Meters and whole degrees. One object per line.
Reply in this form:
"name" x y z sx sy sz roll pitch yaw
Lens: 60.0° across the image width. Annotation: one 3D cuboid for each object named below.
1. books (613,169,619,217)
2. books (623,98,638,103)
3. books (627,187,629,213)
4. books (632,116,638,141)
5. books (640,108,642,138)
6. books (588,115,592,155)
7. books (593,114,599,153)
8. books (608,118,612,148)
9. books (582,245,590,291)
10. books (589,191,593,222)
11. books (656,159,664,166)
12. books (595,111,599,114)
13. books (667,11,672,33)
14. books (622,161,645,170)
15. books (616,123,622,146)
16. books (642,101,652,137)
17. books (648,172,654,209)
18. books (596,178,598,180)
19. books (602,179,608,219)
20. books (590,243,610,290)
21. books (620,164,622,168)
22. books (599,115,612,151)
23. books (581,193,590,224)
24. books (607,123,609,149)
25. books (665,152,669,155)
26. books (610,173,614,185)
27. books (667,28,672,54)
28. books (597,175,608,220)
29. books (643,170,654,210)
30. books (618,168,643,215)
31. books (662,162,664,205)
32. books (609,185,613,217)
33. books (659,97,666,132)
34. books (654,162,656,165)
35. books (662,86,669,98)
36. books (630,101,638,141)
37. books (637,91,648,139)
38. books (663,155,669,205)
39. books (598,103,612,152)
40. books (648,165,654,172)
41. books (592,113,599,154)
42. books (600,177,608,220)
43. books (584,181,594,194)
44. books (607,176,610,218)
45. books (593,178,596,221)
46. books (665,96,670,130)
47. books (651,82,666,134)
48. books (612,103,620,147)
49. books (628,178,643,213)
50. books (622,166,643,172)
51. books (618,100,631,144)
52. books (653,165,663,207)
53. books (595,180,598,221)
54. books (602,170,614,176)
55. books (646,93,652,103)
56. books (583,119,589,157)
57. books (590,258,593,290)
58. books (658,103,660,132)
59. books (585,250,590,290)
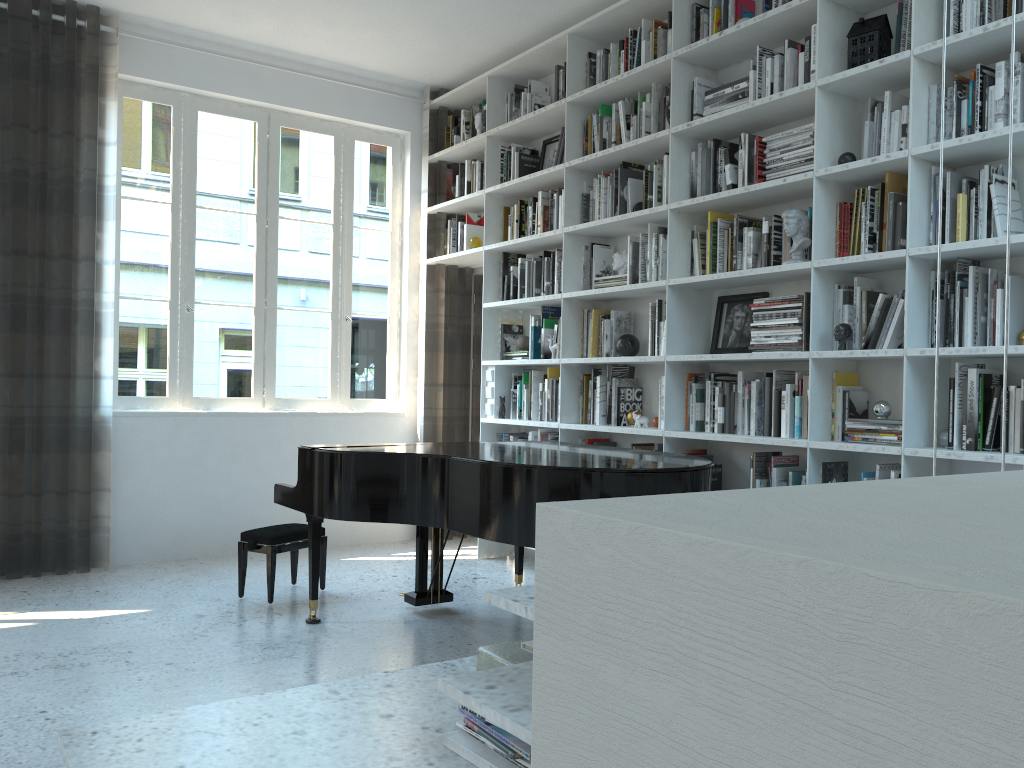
"books" 0.625 -1.019 4.864 0.176 0.291 0.011 1 0 -34
"books" 0.662 -1.397 4.859 0.135 0.315 0.013 1 0 -34
"books" 0.684 -0.981 4.813 0.151 0.218 0.012 1 0 -34
"books" 0.716 -1.329 4.749 0.168 0.180 0.028 1 0 -34
"books" 0.746 -1.342 4.703 0.173 0.208 0.010 1 0 -34
"books" 0.501 -1.383 5.072 0.158 0.283 0.013 1 0 -34
"books" 0.541 -1.378 5.022 0.168 0.274 0.067 1 0 -34
"books" 0.603 -1.349 4.914 0.157 0.219 0.029 1 0 -34
"books" 0.474 -0.648 5.112 0.159 0.285 0.012 1 0 -34
"books" 0.507 -0.986 5.085 0.136 0.225 0.029 1 0 -34
"books" 0.817 -1.015 4.617 0.155 0.287 0.033 1 0 -34
"books" 0.526 -1.395 5.072 0.130 0.309 0.014 1 0 -34
"books" 0.858 -1.747 4.546 0.159 0.285 0.013 1 0 -34
"books" 0.660 -1.038 4.841 0.161 0.331 0.005 1 0 -34
"books" 0.641 -1.330 4.875 0.160 0.180 0.034 1 0 -34
"books" 0.760 -1.351 4.662 0.191 0.226 0.021 1 0 -34
"books" 0.776 -0.981 4.619 0.181 0.216 0.006 1 0 -34
"books" 0.533 -1.012 5.003 0.157 0.276 0.012 1 0 -34
"books" 0.574 -0.999 4.919 0.184 0.251 0.012 1 0 -34
"books" 0.504 -0.654 5.089 0.135 0.298 0.011 1 0 -34
"books" 0.647 -1.033 4.855 0.153 0.321 0.004 1 0 -34
"books" 0.568 -1.361 4.955 0.181 0.242 0.031 1 0 -34
"books" 0.474 -0.978 5.089 0.186 0.208 0.015 1 0 -34
"books" 0.594 -1.341 4.940 0.153 0.201 0.024 1 0 -34
"books" 0.845 -1.023 4.551 0.165 0.304 0.006 1 0 -34
"books" 0.608 -1.013 4.892 0.169 0.279 0.011 1 0 -34
"books" 0.865 -1.697 4.525 0.176 0.185 0.031 1 0 -34
"books" 0.552 -1.016 4.962 0.184 0.283 0.010 1 0 -34
"books" 0.757 -0.991 4.649 0.178 0.236 0.005 1 0 -34
"books" 0.651 -1.016 4.814 0.189 0.287 0.011 1 0 -34
"books" 0.839 -0.998 4.555 0.180 0.253 0.006 1 0 -34
"books" 0.608 -0.978 4.880 0.181 0.209 0.011 1 0 -34
"books" 0.836 -1.346 4.564 0.182 0.218 0.030 1 0 -34
"books" 0.798 -1.010 4.627 0.157 0.275 0.005 1 0 -34
"books" 0.839 -1.382 4.597 0.146 0.290 0.022 1 0 -34
"books" 0.707 -1.371 4.775 0.168 0.265 0.027 1 0 -34
"books" 0.728 -1.392 4.732 0.145 0.308 0.012 1 0 -34
"books" 0.851 -1.013 4.536 0.190 0.284 0.022 1 0 -34
"books" 0.555 -1.398 4.971 0.171 0.315 0.012 1 0 -34
"books" 0.770 -1.010 4.695 0.129 0.276 0.012 1 0 -34
"books" 0.513 -1.384 5.050 0.148 0.287 0.010 1 0 -34
"books" 0.567 -1.005 4.927 0.189 0.263 0.009 1 0 -34
"books" 0.482 -1.017 5.109 0.159 0.285 0.012 1 0 -34
"books" 0.598 -1.004 4.897 0.180 0.261 0.009 1 0 -34
"books" 0.526 -1.014 5.020 0.151 0.279 0.026 1 0 -34
"books" 0.853 -1.348 4.545 0.161 0.222 0.022 1 0 -34
"books" 0.797 -1.395 4.617 0.183 0.313 0.011 1 0 -34
"books" 0.618 -1.386 4.892 0.155 0.293 0.023 1 0 -34
"books" 0.690 -0.988 4.788 0.147 0.232 0.031 1 0 -34
"books" 0.662 -1.025 4.836 0.162 0.305 0.005 1 0 -34
"books" 0.666 -1.382 4.808 0.178 0.285 0.075 1 0 -34
"books" 0.801 -0.994 4.579 0.188 0.244 0.013 1 0 -34
"books" 0.544 -1.005 4.989 0.177 0.262 0.024 1 0 -34
"books" 0.564 -1.032 4.982 0.154 0.317 0.011 1 0 -34
"books" 0.768 -1.381 4.695 0.137 0.286 0.026 1 0 -34
"books" 0.478 -1.369 5.078 0.174 0.256 0.023 1 0 -34
"books" 0.506 -0.610 5.065 0.136 0.209 0.034 1 0 -34
"books" 0.823 -1.344 4.615 0.150 0.213 0.024 1 0 -34
"books" 0.479 -0.635 5.094 0.134 0.257 0.024 1 0 -34
